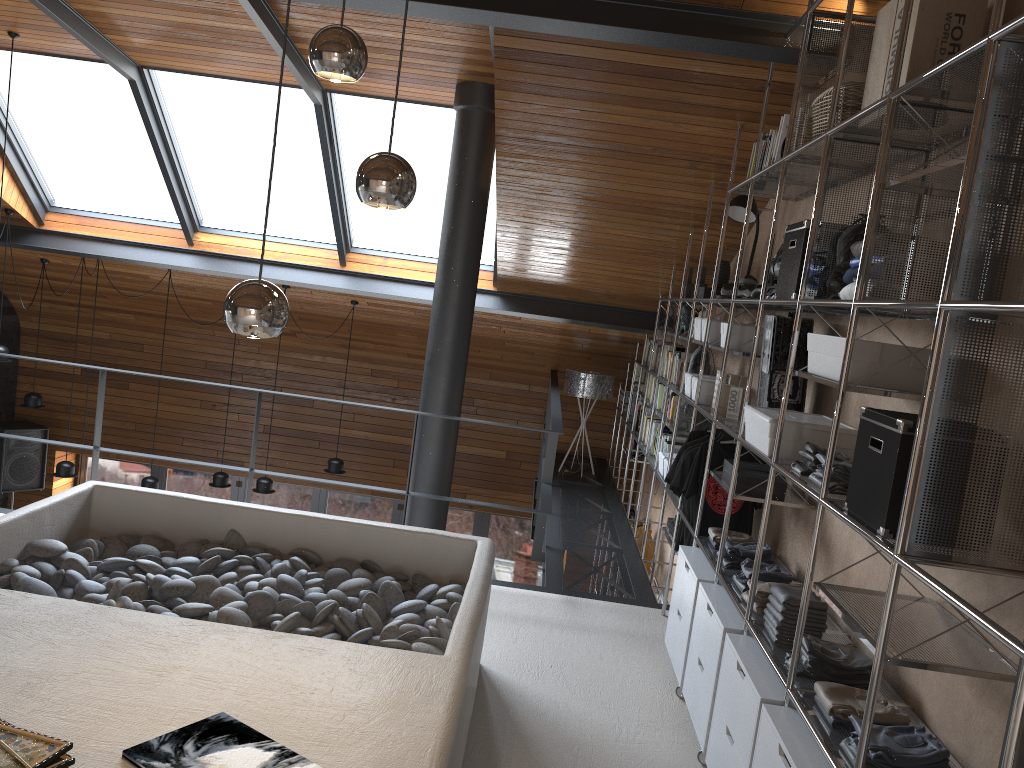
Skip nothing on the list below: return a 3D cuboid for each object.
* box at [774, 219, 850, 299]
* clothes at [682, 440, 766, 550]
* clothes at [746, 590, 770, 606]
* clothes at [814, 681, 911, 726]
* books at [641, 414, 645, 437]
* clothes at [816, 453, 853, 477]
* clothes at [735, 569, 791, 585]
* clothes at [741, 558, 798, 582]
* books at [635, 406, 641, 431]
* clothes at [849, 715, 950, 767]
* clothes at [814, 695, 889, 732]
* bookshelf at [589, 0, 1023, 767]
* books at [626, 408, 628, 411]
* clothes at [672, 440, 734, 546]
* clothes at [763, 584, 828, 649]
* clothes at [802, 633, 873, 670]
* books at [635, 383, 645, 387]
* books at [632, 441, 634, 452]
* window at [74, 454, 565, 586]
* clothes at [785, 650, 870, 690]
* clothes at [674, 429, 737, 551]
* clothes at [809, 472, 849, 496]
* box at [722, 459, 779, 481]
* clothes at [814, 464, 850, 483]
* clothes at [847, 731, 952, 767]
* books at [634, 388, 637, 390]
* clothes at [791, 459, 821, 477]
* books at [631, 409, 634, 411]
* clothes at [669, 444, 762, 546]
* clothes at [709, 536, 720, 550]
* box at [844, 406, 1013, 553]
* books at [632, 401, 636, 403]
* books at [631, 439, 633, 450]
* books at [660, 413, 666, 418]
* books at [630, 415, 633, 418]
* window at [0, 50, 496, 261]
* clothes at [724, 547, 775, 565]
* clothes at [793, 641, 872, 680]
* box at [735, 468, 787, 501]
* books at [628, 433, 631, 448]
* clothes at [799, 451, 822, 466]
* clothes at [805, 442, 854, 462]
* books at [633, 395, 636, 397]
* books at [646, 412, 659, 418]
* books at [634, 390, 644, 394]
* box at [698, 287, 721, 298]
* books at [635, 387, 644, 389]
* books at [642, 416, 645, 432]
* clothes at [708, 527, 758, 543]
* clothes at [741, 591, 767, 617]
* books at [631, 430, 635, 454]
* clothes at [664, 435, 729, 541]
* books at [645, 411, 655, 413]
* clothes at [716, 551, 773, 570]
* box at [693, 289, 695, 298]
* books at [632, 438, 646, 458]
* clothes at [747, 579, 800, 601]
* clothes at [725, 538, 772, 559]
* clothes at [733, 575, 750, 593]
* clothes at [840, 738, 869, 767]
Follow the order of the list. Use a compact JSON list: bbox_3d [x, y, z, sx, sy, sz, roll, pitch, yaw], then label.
[{"bbox_3d":[1.183,-0.448,3.360,0.266,0.295,0.289,8,6,2],"label":"box"},{"bbox_3d":[1.052,0.624,4.415,0.424,0.689,0.090,8,6,0],"label":"clothes"},{"bbox_3d":[0.990,0.802,3.308,0.229,0.052,0.199,8,6,5],"label":"clothes"},{"bbox_3d":[0.970,0.890,2.459,0.221,0.050,0.196,8,6,4],"label":"clothes"},{"bbox_3d":[1.151,0.353,7.404,0.127,0.200,0.046,8,6,2],"label":"books"},{"bbox_3d":[1.070,0.257,2.761,0.200,0.052,0.194,8,6,3],"label":"clothes"},{"bbox_3d":[1.011,0.783,3.565,0.203,0.053,0.198,8,6,5],"label":"clothes"},{"bbox_3d":[1.032,0.756,3.559,0.204,0.049,0.184,8,6,1],"label":"clothes"},{"bbox_3d":[1.159,0.309,7.759,0.137,0.215,0.014,8,6,2],"label":"books"},{"bbox_3d":[0.966,0.891,2.208,0.200,0.052,0.194,8,6,3],"label":"clothes"},{"bbox_3d":[0.980,0.922,2.464,0.248,0.043,0.190,9,6,10],"label":"clothes"},{"bbox_3d":[1.044,1.032,4.057,0.421,6.218,10.740,8,6,2],"label":"bookshelf"},{"bbox_3d":[1.253,0.271,8.637,0.240,0.028,0.180,7,6,-8],"label":"books"},{"bbox_3d":[1.078,0.584,4.617,0.488,0.586,0.074,7,6,-5],"label":"clothes"},{"bbox_3d":[0.978,0.798,3.040,0.184,0.172,0.201,8,6,3],"label":"clothes"},{"bbox_3d":[1.013,0.839,2.777,0.200,0.052,0.194,8,6,3],"label":"clothes"},{"bbox_3d":[1.270,0.021,8.347,0.228,0.016,0.182,8,6,2],"label":"books"},{"bbox_3d":[1.153,0.541,7.954,0.133,0.218,0.051,8,6,1],"label":"books"},{"bbox_3d":[-2.312,1.809,10.406,5.936,1.521,0.101,8,6,2],"label":"window"},{"bbox_3d":[0.996,0.891,2.795,0.243,0.045,0.208,8,6,1],"label":"clothes"},{"bbox_3d":[1.068,0.588,4.781,0.424,0.689,0.090,8,6,0],"label":"clothes"},{"bbox_3d":[1.073,0.314,2.755,0.243,0.045,0.208,8,6,2],"label":"clothes"},{"bbox_3d":[1.099,0.416,4.093,0.208,0.079,0.207,8,6,0],"label":"box"},{"bbox_3d":[1.058,0.287,2.750,0.215,0.047,0.191,8,6,2],"label":"clothes"},{"bbox_3d":[0.954,0.922,2.197,0.215,0.047,0.191,8,6,2],"label":"clothes"},{"bbox_3d":[1.257,0.055,8.339,0.216,0.021,0.174,8,6,2],"label":"books"},{"bbox_3d":[1.085,0.293,3.016,0.243,0.045,0.208,8,6,1],"label":"clothes"},{"bbox_3d":[1.227,0.255,8.343,0.258,0.028,0.180,8,6,7],"label":"books"},{"bbox_3d":[1.044,0.586,4.552,0.488,0.586,0.074,7,6,-5],"label":"clothes"},{"bbox_3d":[1.053,0.755,4.171,0.248,0.043,0.190,9,6,10],"label":"clothes"},{"bbox_3d":[1.057,0.237,2.285,0.266,0.295,0.289,8,6,2],"label":"box"},{"bbox_3d":[1.239,0.176,8.334,0.288,0.025,0.175,8,6,7],"label":"books"},{"bbox_3d":[1.140,0.547,8.048,0.112,0.177,0.009,8,6,2],"label":"books"},{"bbox_3d":[1.186,0.348,7.376,0.177,0.217,0.046,8,6,2],"label":"books"},{"bbox_3d":[1.222,0.323,8.350,0.239,0.021,0.174,8,6,7],"label":"books"},{"bbox_3d":[-1.993,-1.751,6.887,3.818,1.031,1.213,8,6,2],"label":"window"},{"bbox_3d":[1.027,0.754,3.904,0.215,0.047,0.191,8,6,2],"label":"clothes"},{"bbox_3d":[1.016,0.870,2.795,0.215,0.047,0.191,8,6,1],"label":"clothes"},{"bbox_3d":[1.081,0.437,3.861,0.208,0.079,0.207,9,6,14],"label":"box"},{"bbox_3d":[1.151,0.521,8.201,0.127,0.201,0.011,8,6,2],"label":"books"},{"bbox_3d":[1.106,0.272,3.016,0.215,0.047,0.191,8,6,1],"label":"clothes"},{"bbox_3d":[1.102,0.242,2.998,0.200,0.052,0.194,8,6,3],"label":"clothes"},{"bbox_3d":[1.237,0.115,8.343,0.208,0.017,0.167,8,6,2],"label":"books"},{"bbox_3d":[1.148,0.352,7.273,0.122,0.230,0.057,8,6,2],"label":"books"},{"bbox_3d":[1.274,0.083,8.325,0.234,0.028,0.180,8,6,2],"label":"books"},{"bbox_3d":[1.267,-0.548,5.494,0.208,0.079,0.207,8,6,-1],"label":"box"},{"bbox_3d":[1.262,0.037,8.338,0.228,0.016,0.182,8,6,2],"label":"books"},{"bbox_3d":[1.158,0.355,7.393,0.127,0.200,0.046,8,6,2],"label":"books"},{"bbox_3d":[1.043,0.722,4.167,0.221,0.050,0.196,8,6,4],"label":"clothes"},{"bbox_3d":[1.004,0.832,3.328,0.238,0.053,0.212,8,6,0],"label":"clothes"},{"bbox_3d":[1.164,0.535,8.002,0.155,0.215,0.055,8,6,2],"label":"books"},{"bbox_3d":[1.052,0.568,4.739,0.488,0.586,0.074,7,6,-5],"label":"clothes"},{"bbox_3d":[1.181,0.345,7.433,0.164,0.217,0.048,8,6,1],"label":"books"},{"bbox_3d":[1.041,0.781,3.909,0.243,0.045,0.208,8,6,2],"label":"clothes"},{"bbox_3d":[1.283,-0.569,5.710,0.208,0.079,0.207,9,6,15],"label":"box"},{"bbox_3d":[1.147,0.558,7.884,0.138,0.191,0.049,8,6,2],"label":"books"},{"bbox_3d":[1.002,0.777,3.317,0.212,0.047,0.187,8,6,2],"label":"clothes"},{"bbox_3d":[1.039,0.723,3.916,0.200,0.052,0.194,8,6,3],"label":"clothes"},{"bbox_3d":[1.026,0.811,3.574,0.242,0.048,0.207,8,6,-1],"label":"clothes"},{"bbox_3d":[0.969,0.949,2.202,0.243,0.045,0.208,8,6,2],"label":"clothes"}]
